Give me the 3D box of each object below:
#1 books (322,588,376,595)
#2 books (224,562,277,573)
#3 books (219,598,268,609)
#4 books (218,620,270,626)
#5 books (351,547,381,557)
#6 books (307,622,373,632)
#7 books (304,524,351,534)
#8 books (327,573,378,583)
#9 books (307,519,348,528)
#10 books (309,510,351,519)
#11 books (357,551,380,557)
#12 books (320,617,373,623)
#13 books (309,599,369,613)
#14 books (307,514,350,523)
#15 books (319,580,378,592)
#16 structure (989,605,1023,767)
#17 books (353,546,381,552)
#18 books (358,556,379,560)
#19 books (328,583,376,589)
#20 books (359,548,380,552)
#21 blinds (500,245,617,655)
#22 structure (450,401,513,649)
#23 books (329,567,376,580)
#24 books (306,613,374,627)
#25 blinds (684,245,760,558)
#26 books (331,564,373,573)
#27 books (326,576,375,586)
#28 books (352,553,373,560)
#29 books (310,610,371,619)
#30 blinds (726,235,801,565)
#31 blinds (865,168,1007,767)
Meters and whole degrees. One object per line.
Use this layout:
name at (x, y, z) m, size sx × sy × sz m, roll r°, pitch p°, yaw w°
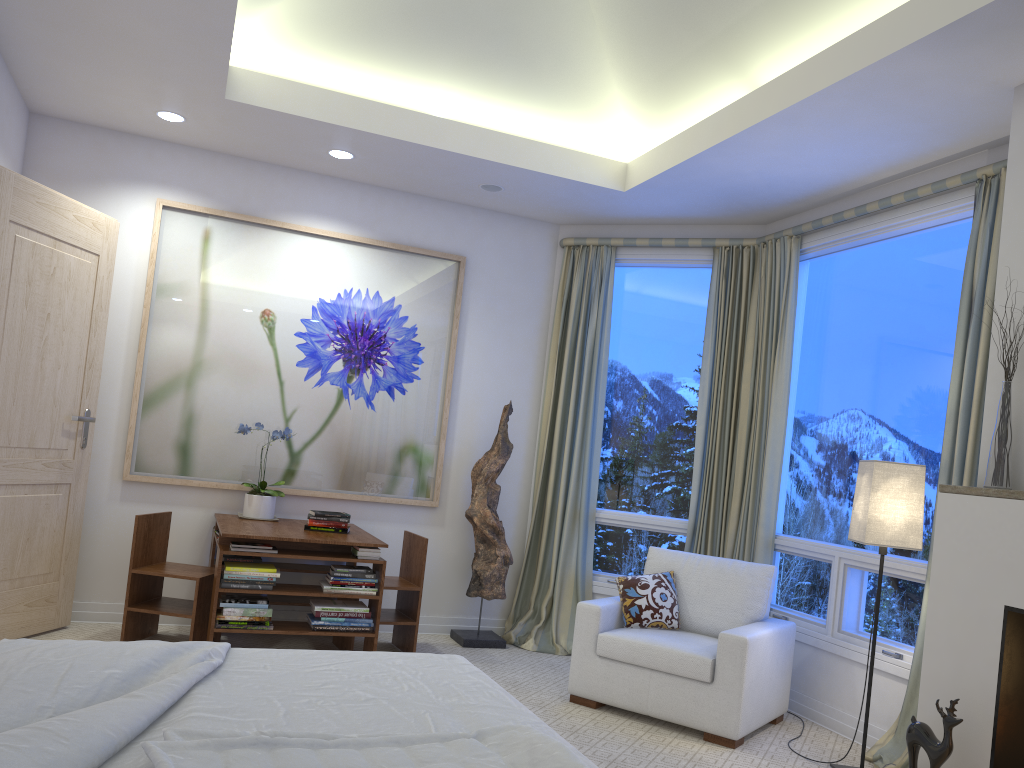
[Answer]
books at (-0.767, 0.961, 4.151) m, size 0.240 × 0.017 × 0.173 m, roll 8°, pitch -5°, yaw -15°
books at (-1.180, 0.826, 3.988) m, size 0.218 × 0.019 × 0.157 m, roll 8°, pitch -5°, yaw -20°
books at (-1.201, 0.980, 3.959) m, size 0.205 × 0.018 × 0.119 m, roll 8°, pitch -5°, yaw -20°
books at (-1.204, 1.053, 3.963) m, size 0.218 × 0.021 × 0.157 m, roll 8°, pitch -5°, yaw -20°
books at (-0.688, 0.789, 4.163) m, size 0.112 × 0.022 × 0.153 m, roll 8°, pitch -5°, yaw -20°
books at (-0.807, 1.124, 4.146) m, size 0.277 × 0.032 × 0.192 m, roll 8°, pitch -5°, yaw -20°
books at (-0.922, 0.721, 4.430) m, size 0.212 × 0.027 × 0.154 m, roll 7°, pitch -5°, yaw -5°
books at (-0.751, 0.909, 4.154) m, size 0.218 × 0.016 × 0.137 m, roll 8°, pitch -5°, yaw -20°
books at (-0.922, 0.693, 4.421) m, size 0.190 × 0.031 × 0.132 m, roll 8°, pitch -5°, yaw -15°
books at (-0.910, 0.650, 4.422) m, size 0.180 × 0.018 × 0.125 m, roll 8°, pitch -5°, yaw -25°
books at (-0.688, 0.789, 4.164) m, size 0.108 × 0.020 × 0.151 m, roll 8°, pitch -5°, yaw -20°
books at (-0.778, 1.089, 4.140) m, size 0.235 × 0.018 × 0.169 m, roll 8°, pitch -5°, yaw -15°
books at (-0.808, 1.037, 4.136) m, size 0.249 × 0.022 × 0.180 m, roll 8°, pitch -5°, yaw -20°
books at (-0.914, 0.669, 4.423) m, size 0.205 × 0.020 × 0.125 m, roll 7°, pitch -5°, yaw -10°
books at (-0.772, 0.947, 4.154) m, size 0.249 × 0.015 × 0.180 m, roll 8°, pitch -5°, yaw -20°
structure at (1.847, 0.994, 2.373) m, size 0.476 × 0.614 × 0.875 m, roll 7°, pitch -4°, yaw -20°
books at (-0.681, 0.772, 4.160) m, size 0.103 × 0.013 × 0.143 m, roll 8°, pitch -5°, yaw -20°
books at (-0.688, 0.807, 4.159) m, size 0.101 × 0.012 × 0.140 m, roll 8°, pitch -5°, yaw -20°
books at (-0.755, 0.936, 4.147) m, size 0.205 × 0.011 × 0.148 m, roll 8°, pitch -5°, yaw -20°
books at (-0.681, 0.772, 4.160) m, size 0.100 × 0.012 × 0.140 m, roll 8°, pitch -5°, yaw -20°
blinds at (0.282, 0.333, 5.128) m, size 0.641 × 2.370 × 0.295 m, roll 6°, pitch -2°, yaw 21°
structure at (-0.125, 0.777, 5.038) m, size 0.306 × 1.391 × 0.264 m, roll 7°, pitch -2°, yaw -20°
books at (-0.748, 0.889, 4.156) m, size 0.206 × 0.026 × 0.125 m, roll 8°, pitch -5°, yaw -15°
books at (-0.804, 1.101, 4.133) m, size 0.285 × 0.018 × 0.181 m, roll 8°, pitch -5°, yaw -20°
blinds at (1.103, 0.398, 4.796) m, size 0.523 × 2.367 × 0.270 m, roll 6°, pitch -2°, yaw 23°
books at (-0.752, 0.867, 4.153) m, size 0.177 × 0.017 × 0.113 m, roll 8°, pitch -5°, yaw -20°
books at (-0.760, 0.922, 4.147) m, size 0.210 × 0.015 × 0.146 m, roll 8°, pitch -5°, yaw -20°
books at (-0.687, 0.807, 4.158) m, size 0.103 × 0.013 × 0.143 m, roll 8°, pitch -5°, yaw -20°
books at (-0.801, 1.063, 4.140) m, size 0.257 × 0.033 × 0.156 m, roll 8°, pitch -5°, yaw -20°
blinds at (1.211, 0.399, 4.637) m, size 0.267 × 2.364 × 0.524 m, roll 7°, pitch -2°, yaw -27°
blinds at (1.695, 0.344, 3.345) m, size 0.228 × 2.364 × 0.660 m, roll 7°, pitch -2°, yaw -15°
